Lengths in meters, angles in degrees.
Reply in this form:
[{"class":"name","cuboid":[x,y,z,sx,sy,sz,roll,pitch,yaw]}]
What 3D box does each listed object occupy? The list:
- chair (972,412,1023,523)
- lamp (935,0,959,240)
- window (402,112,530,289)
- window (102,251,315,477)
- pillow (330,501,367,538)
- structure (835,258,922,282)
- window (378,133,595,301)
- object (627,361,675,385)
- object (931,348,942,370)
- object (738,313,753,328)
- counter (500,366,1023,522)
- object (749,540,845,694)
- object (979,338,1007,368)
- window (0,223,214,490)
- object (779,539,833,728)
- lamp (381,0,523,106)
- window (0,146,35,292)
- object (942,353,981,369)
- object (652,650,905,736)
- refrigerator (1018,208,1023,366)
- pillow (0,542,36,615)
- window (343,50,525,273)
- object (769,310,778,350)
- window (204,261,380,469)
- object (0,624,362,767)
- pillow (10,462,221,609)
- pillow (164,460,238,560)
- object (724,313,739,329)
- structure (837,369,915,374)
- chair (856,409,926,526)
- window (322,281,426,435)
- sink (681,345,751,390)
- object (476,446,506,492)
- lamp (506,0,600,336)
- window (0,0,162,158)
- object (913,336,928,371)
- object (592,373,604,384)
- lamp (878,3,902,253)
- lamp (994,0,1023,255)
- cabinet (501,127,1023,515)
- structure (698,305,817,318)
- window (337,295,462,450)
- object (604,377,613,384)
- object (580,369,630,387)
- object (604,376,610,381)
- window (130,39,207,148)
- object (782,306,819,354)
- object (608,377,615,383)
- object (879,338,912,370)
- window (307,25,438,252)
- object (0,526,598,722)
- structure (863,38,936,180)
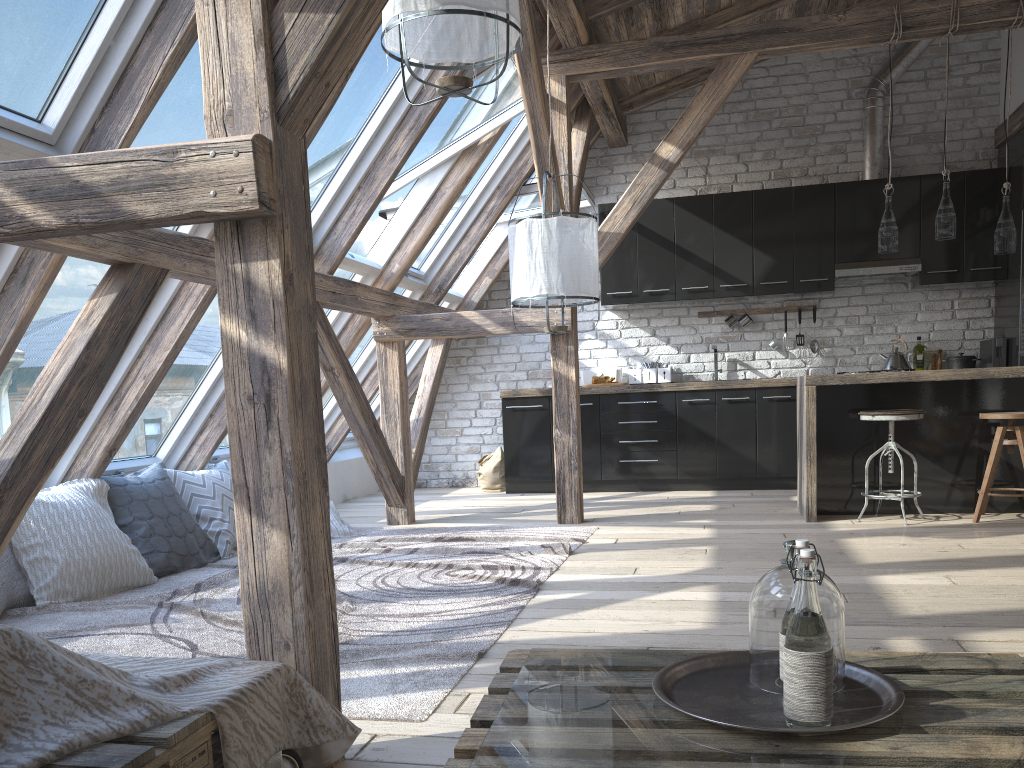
[{"class":"chair","cuboid":[2.766,0.458,4.881,0.341,0.602,0.338,1,6,33]},{"class":"lamp","cuboid":[2.378,-1.435,4.807,0.108,1.251,0.236,1,7,25]},{"class":"window","cuboid":[-0.310,-1.360,5.877,1.097,1.290,0.846,-2,4,13]},{"class":"window","cuboid":[-1.649,-0.127,4.461,1.097,1.290,0.846,-2,4,13]},{"class":"pillow","cuboid":[-1.230,0.829,5.297,0.534,0.244,0.474,-3,1,-35]},{"class":"structure","cuboid":[2.781,-0.876,6.758,0.600,0.104,0.366,-2,0,13]},{"class":"window","cuboid":[-0.162,-1.354,6.781,1.521,1.290,0.846,-2,4,13]},{"class":"object","cuboid":[1.156,-0.098,7.328,0.405,0.203,0.146,-2,4,15]},{"class":"object","cuboid":[3.311,-0.184,6.859,0.080,0.185,0.039,0,7,26]},{"class":"object","cuboid":[1.893,-0.524,7.128,0.117,0.140,0.092,0,5,30]},{"class":"counter","cuboid":[1.654,0.398,6.227,3.814,0.861,2.225,-2,0,13]},{"class":"object","cuboid":[0.485,0.388,1.501,0.155,0.250,0.155,-4,5,-18]},{"class":"object","cuboid":[3.617,-0.222,6.623,0.088,0.229,0.349,-1,2,13]},{"class":"window","cuboid":[-1.858,-0.129,3.572,1.097,1.290,0.846,-2,4,13]},{"class":"object","cuboid":[0.447,0.377,1.340,0.071,0.270,0.152,-1,5,13]},{"class":"lamp","cuboid":[-0.186,-1.478,2.433,0.407,1.319,0.395,-3,6,-11]},{"class":"window","cuboid":[-2.067,-0.132,2.682,1.097,1.290,0.846,-2,4,13]},{"class":"object","cuboid":[3.430,-0.169,6.721,0.247,0.142,0.207,-2,2,12]},{"class":"object","cuboid":[0.431,0.506,1.450,0.395,0.022,0.392,-3,-1,33]},{"class":"refrigerator","cuboid":[3.800,-0.259,5.653,0.852,1.942,0.932,-1,5,13]},{"class":"pillow","cuboid":[-2.121,0.706,3.217,0.435,0.529,1.125,-2,1,5]},{"class":"window","cuboid":[-0.567,-1.361,4.999,1.407,1.290,0.846,-2,4,13]},{"class":"object","cuboid":[2.106,-0.440,7.102,0.071,0.330,0.065,-1,6,13]},{"class":"window","cuboid":[-1.440,-0.124,5.350,1.097,1.290,0.846,-2,4,13]},{"class":"object","cuboid":[-0.893,0.598,1.685,0.810,0.478,1.003,-1,1,43]},{"class":"pillow","cuboid":[-1.872,0.673,4.167,0.468,0.567,1.263,-1,1,14]},{"class":"pillow","cuboid":[-1.578,0.703,5.223,0.501,0.538,1.146,-1,1,18]},{"class":"object","cuboid":[1.789,-0.519,7.161,0.117,0.140,0.092,-1,4,15]},{"class":"structure","cuboid":[2.788,-0.086,6.741,0.606,0.032,0.493,-3,-1,13]},{"class":"chair","cuboid":[2.168,0.466,5.031,0.351,0.643,0.352,-7,6,-43]},{"class":"window","cuboid":[-1.231,-0.121,6.240,1.097,1.290,0.846,-2,4,13]},{"class":"sink","cuboid":[1.624,-0.051,7.013,0.526,0.521,0.509,-2,3,13]},{"class":"object","cuboid":[-0.169,0.722,7.573,0.392,0.394,0.335,0,4,39]},{"class":"lamp","cuboid":[0.166,-1.178,3.910,0.405,1.916,0.397,-7,7,-35]},{"class":"window","cuboid":[-1.146,-1.371,2.320,1.097,1.290,0.846,-2,4,13]},{"class":"object","cuboid":[3.188,-0.229,6.862,0.089,0.286,0.080,-1,6,9]},{"class":"object","cuboid":[0.690,-0.040,7.068,0.090,0.088,0.085,-3,3,-10]},{"class":"lamp","cuboid":[2.094,-1.397,4.869,0.108,1.302,0.222,-1,6,15]},{"class":"lamp","cuboid":[2.682,-1.397,4.734,0.109,1.356,0.223,-1,6,15]},{"class":"cabinet","cuboid":[1.834,-0.443,6.155,4.217,2.536,2.072,-2,3,13]},{"class":"structure","cuboid":[1.980,-0.590,7.123,0.933,0.046,0.080,-3,1,13]},{"class":"window","cuboid":[-1.022,-0.118,7.129,1.097,1.290,0.846,-2,4,13]},{"class":"object","cuboid":[0.774,-0.030,7.072,0.072,0.058,0.083,-3,2,-11]},{"class":"object","cuboid":[0.758,-0.049,7.230,0.381,0.135,0.586,-2,0,2]},{"class":"object","cuboid":[0.759,-0.033,7.128,0.074,0.068,0.078,-3,2,-15]},{"class":"window","cuboid":[-0.937,-1.368,3.209,1.097,1.290,0.846,-2,4,13]},{"class":"object","cuboid":[2.306,-0.427,7.024,0.282,0.385,0.069,-1,6,14]},{"class":"object","cuboid":[0.798,-0.029,7.088,0.073,0.055,0.082,-3,2,-10]},{"class":"object","cuboid":[2.902,-0.226,6.645,0.222,0.238,0.220,-2,3,3]},{"class":"window","cuboid":[-0.728,-1.365,4.098,1.097,1.290,0.846,-2,4,13]},{"class":"object","cuboid":[-0.916,0.871,3.985,2.189,0.057,3.164,-3,-1,14]},{"class":"structure","cuboid":[3.155,-2.192,6.608,0.983,1.298,0.168,-1,6,13]}]
